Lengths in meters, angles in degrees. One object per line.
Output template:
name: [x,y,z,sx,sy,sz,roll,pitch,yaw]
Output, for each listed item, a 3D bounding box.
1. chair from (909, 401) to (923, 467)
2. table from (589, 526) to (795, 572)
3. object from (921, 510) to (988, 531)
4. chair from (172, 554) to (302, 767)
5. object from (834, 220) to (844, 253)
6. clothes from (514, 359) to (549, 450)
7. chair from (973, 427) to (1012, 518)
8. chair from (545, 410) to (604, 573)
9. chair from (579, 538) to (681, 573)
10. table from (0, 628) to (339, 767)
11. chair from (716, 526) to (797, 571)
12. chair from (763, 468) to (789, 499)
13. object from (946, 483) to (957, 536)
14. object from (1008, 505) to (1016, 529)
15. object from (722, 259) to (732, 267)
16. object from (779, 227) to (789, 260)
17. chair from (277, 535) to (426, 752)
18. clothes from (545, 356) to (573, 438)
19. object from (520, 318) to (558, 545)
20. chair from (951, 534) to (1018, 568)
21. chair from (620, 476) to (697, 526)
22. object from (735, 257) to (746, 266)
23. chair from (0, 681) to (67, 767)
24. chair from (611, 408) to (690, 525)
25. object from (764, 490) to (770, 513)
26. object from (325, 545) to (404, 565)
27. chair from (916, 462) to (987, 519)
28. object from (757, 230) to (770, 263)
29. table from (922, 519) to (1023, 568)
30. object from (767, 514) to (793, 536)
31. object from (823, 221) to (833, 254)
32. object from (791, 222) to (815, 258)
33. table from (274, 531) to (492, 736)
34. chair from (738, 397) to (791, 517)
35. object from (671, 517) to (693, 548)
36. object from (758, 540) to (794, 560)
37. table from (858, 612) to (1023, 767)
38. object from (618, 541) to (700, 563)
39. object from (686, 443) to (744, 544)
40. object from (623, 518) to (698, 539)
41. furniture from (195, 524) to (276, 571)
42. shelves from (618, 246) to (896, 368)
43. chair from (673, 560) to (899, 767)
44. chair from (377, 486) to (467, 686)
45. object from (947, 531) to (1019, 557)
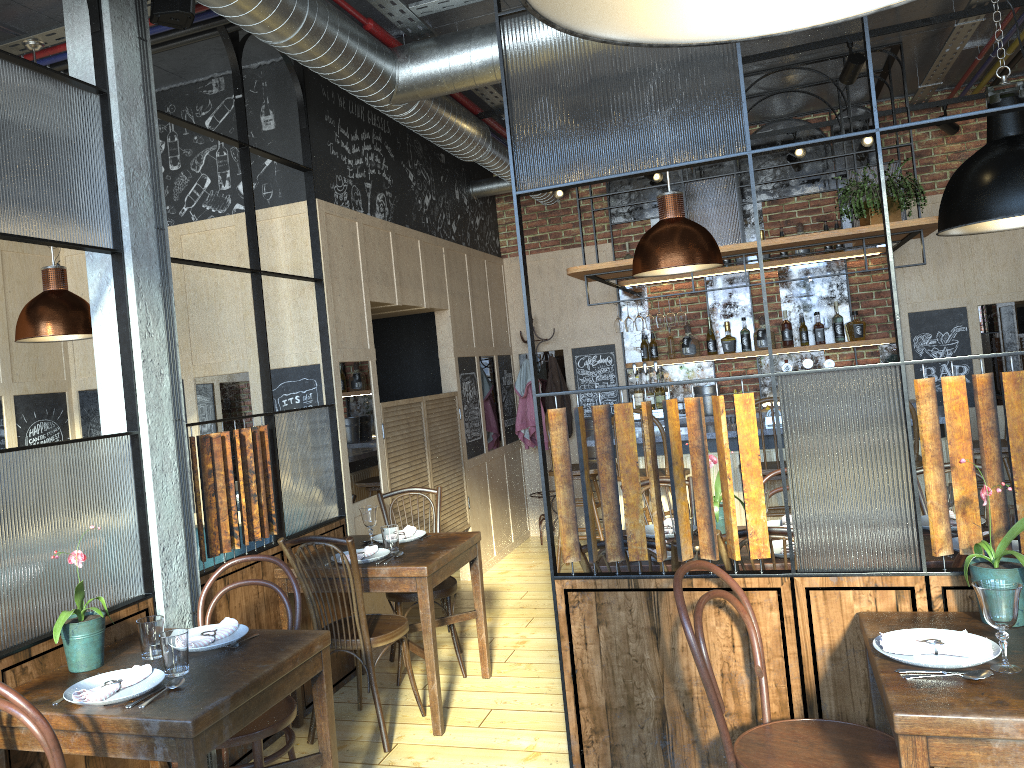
chair: [2.228,0.614,5.277,0.450,1.196,0.398,-6,-1,23]
table: [0.916,1.006,3.566,1.061,0.728,0.706,-6,0,19]
object: [1.698,0.540,3.491,0.336,0.051,0.260,-5,1,22]
chair: [-0.941,1.103,3.029,0.446,0.921,0.540,-6,-1,10]
object: [2.572,-1.166,6.958,0.066,0.263,0.065,-6,-1,5]
clothes: [0.149,0.178,7.551,0.282,0.792,0.230,-7,-1,45]
chair: [2.988,0.535,5.499,0.428,1.196,0.418,-6,-1,27]
chair: [0.499,0.768,6.429,0.424,1.196,0.423,-6,-1,17]
chair: [0.504,0.956,3.147,0.419,0.915,0.503,-6,-1,23]
table: [-1.019,1.215,2.663,0.772,0.727,0.728,-6,0,18]
chair: [0.974,0.910,3.106,0.419,0.915,0.503,-6,-1,23]
chair: [1.261,0.867,3.957,0.457,0.921,0.525,-6,-1,35]
object: [1.643,0.477,3.345,0.103,0.192,0.094,-6,-1,39]
object: [1.779,0.501,3.176,0.085,0.119,0.084,-6,0,1]
object: [1.762,-1.100,7.275,0.078,0.284,0.073,-6,-1,20]
object: [2.183,-1.129,7.104,0.068,0.263,0.064,-6,-1,18]
chair: [-0.681,1.063,3.832,0.419,0.915,0.503,-6,-1,23]
clothes: [0.402,0.135,7.676,0.217,0.771,0.231,-6,-1,15]
object: [0.234,0.372,7.672,0.362,1.990,0.343,-7,-1,41]
chair: [1.608,0.854,2.673,0.457,0.921,0.525,-6,-1,35]
chair: [0.792,0.912,4.050,0.401,0.915,0.526,-6,-1,-8]
object: [1.860,-1.098,7.219,0.080,0.263,0.076,-6,-1,20]
chair: [-1.134,1.134,2.329,0.457,0.921,0.525,-6,-1,35]
chair: [0.915,0.738,5.734,0.454,1.196,0.394,-6,-1,37]
object: [1.016,0.535,3.611,0.095,0.192,0.101,-5,-1,-24]
object: [-0.668,0.768,3.975,0.336,0.051,0.260,-5,1,22]
chair: [1.910,0.808,3.620,0.417,0.915,0.506,-6,-1,18]
object: [2.033,-1.116,7.149,0.120,0.265,0.113,-6,-1,19]
table: [2.004,0.904,3.159,1.061,0.728,0.706,-6,0,19]
object: [1.137,0.592,3.699,0.336,0.051,0.260,-5,1,22]
object: [2.498,-1.159,6.986,0.067,0.263,0.064,-6,-1,12]
object: [2.313,-1.151,7.045,0.175,0.283,0.117,-6,-1,33]
table: [-0.581,1.146,4.187,0.772,0.727,0.728,-6,0,18]
chair: [1.659,0.668,5.489,0.444,1.196,0.403,-6,-1,13]
object: [0.694,0.603,3.568,0.082,0.119,0.086,-6,0,-20]
object: [1.075,0.605,3.291,0.336,0.051,0.260,-5,1,22]
table: [1.288,0.995,2.038,0.772,0.727,0.728,-6,0,18]
object: [0.580,0.652,3.464,0.336,0.051,0.260,-5,1,22]
object: [0.842,0.435,3.621,0.193,0.427,0.153,-5,-1,-38]
object: [0.658,0.637,3.883,0.336,0.051,0.260,-5,1,22]
furniture: [-2.039,1.240,4.334,1.486,0.822,1.448,-6,0,18]
shelves: [2.006,-0.610,7.372,2.182,0.746,0.586,-5,0,20]
chair: [0.755,0.945,2.314,0.575,0.921,0.418,-6,-1,40]
chair: [-0.486,1.030,4.651,0.401,0.915,0.526,-6,-1,-8]
object: [1.669,0.550,3.054,0.336,0.051,0.260,-5,1,22]
